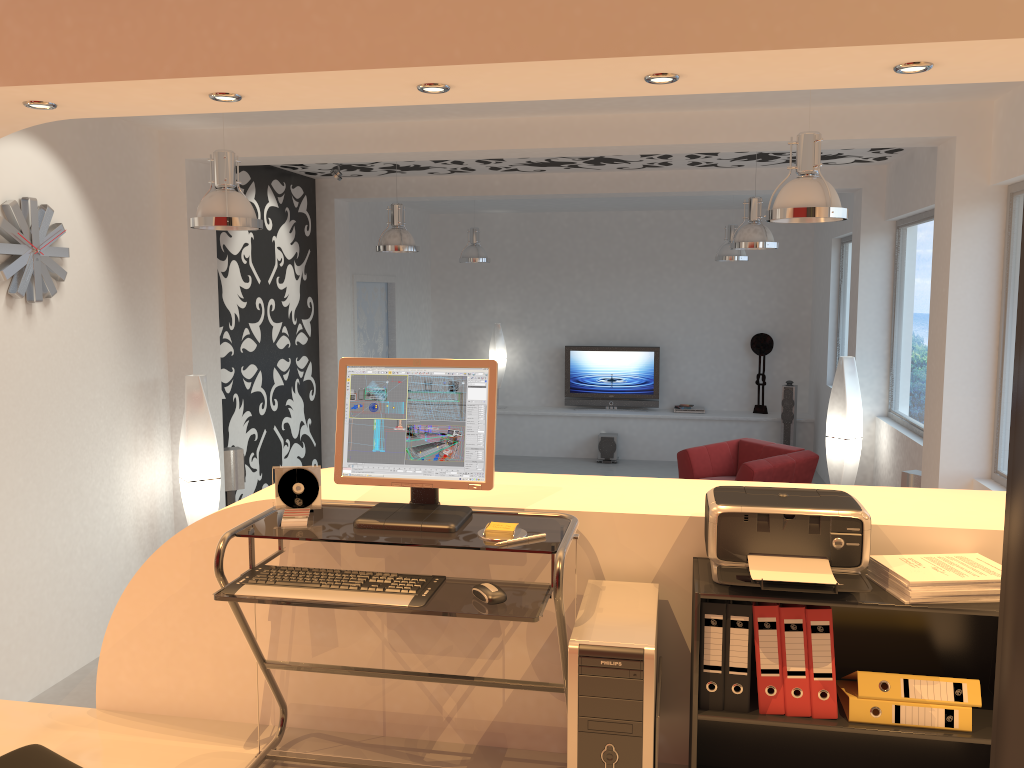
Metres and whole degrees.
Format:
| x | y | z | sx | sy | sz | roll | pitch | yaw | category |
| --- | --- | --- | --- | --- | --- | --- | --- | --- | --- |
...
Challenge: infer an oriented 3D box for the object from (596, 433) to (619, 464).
| x | y | z | sx | sy | sz | roll | pitch | yaw | category |
| --- | --- | --- | --- | --- | --- | --- | --- | --- | --- |
| 1.334 | 0.892 | 12.335 | 0.336 | 0.374 | 0.337 | 1 | 6 | 10 | object |

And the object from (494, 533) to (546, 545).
| x | y | z | sx | sy | sz | roll | pitch | yaw | category |
| --- | --- | --- | --- | --- | --- | --- | --- | --- | --- |
| 0.021 | 0.399 | 2.272 | 0.158 | 0.011 | 0.011 | -4 | 7 | -33 | object |

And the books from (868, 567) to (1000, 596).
| x | y | z | sx | sy | sz | roll | pitch | yaw | category |
| --- | --- | --- | --- | --- | --- | --- | --- | --- | --- |
| 1.092 | 0.493 | 2.237 | 0.297 | 0.006 | 0.210 | 0 | 6 | -4 | books |

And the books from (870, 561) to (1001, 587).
| x | y | z | sx | sy | sz | roll | pitch | yaw | category |
| --- | --- | --- | --- | --- | --- | --- | --- | --- | --- |
| 1.090 | 0.472 | 2.239 | 0.297 | 0.006 | 0.210 | 0 | 6 | -2 | books |

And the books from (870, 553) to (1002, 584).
| x | y | z | sx | sy | sz | roll | pitch | yaw | category |
| --- | --- | --- | --- | --- | --- | --- | --- | --- | --- |
| 1.092 | 0.462 | 2.233 | 0.297 | 0.006 | 0.210 | 0 | 6 | -4 | books |

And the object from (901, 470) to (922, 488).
| x | y | z | sx | sy | sz | roll | pitch | yaw | category |
| --- | --- | --- | --- | --- | --- | --- | --- | --- | --- |
| 2.828 | 1.170 | 6.202 | 0.214 | 1.112 | 0.229 | -3 | 7 | -24 | object |

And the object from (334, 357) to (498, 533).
| x | y | z | sx | sy | sz | roll | pitch | yaw | category |
| --- | --- | --- | --- | --- | --- | --- | --- | --- | --- |
| -0.273 | 0.157 | 2.463 | 0.458 | 0.452 | 0.230 | 1 | 6 | 10 | object |

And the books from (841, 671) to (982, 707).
| x | y | z | sx | sy | sz | roll | pitch | yaw | category |
| --- | --- | --- | --- | --- | --- | --- | --- | --- | --- |
| 1.016 | 0.766 | 2.278 | 0.282 | 0.113 | 0.226 | 1 | 6 | 10 | books |

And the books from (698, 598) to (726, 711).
| x | y | z | sx | sy | sz | roll | pitch | yaw | category |
| --- | --- | --- | --- | --- | --- | --- | --- | --- | --- |
| 0.540 | 0.681 | 2.357 | 0.063 | 0.282 | 0.231 | 2 | 6 | 16 | books |

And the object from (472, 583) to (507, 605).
| x | y | z | sx | sy | sz | roll | pitch | yaw | category |
| --- | --- | --- | --- | --- | --- | --- | --- | --- | --- |
| -0.055 | 0.510 | 2.168 | 0.059 | 0.035 | 0.104 | -3 | 7 | -29 | object |

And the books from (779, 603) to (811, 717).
| x | y | z | sx | sy | sz | roll | pitch | yaw | category |
| --- | --- | --- | --- | --- | --- | --- | --- | --- | --- |
| 0.730 | 0.683 | 2.324 | 0.087 | 0.287 | 0.231 | 1 | 6 | 12 | books |

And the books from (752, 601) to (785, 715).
| x | y | z | sx | sy | sz | roll | pitch | yaw | category |
| --- | --- | --- | --- | --- | --- | --- | --- | --- | --- |
| 0.667 | 0.681 | 2.335 | 0.087 | 0.287 | 0.231 | 1 | 6 | 12 | books |

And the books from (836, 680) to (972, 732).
| x | y | z | sx | sy | sz | roll | pitch | yaw | category |
| --- | --- | --- | --- | --- | --- | --- | --- | --- | --- |
| 0.995 | 0.799 | 2.282 | 0.282 | 0.062 | 0.233 | 1 | 6 | 10 | books |

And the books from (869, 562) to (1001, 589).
| x | y | z | sx | sy | sz | roll | pitch | yaw | category |
| --- | --- | --- | --- | --- | --- | --- | --- | --- | --- |
| 1.091 | 0.477 | 2.240 | 0.297 | 0.006 | 0.210 | 0 | 6 | -4 | books |

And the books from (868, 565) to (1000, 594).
| x | y | z | sx | sy | sz | roll | pitch | yaw | category |
| --- | --- | --- | --- | --- | --- | --- | --- | --- | --- |
| 1.092 | 0.488 | 2.236 | 0.297 | 0.006 | 0.210 | 0 | 6 | -4 | books |

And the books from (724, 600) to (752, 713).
| x | y | z | sx | sy | sz | roll | pitch | yaw | category |
| --- | --- | --- | --- | --- | --- | --- | --- | --- | --- |
| 0.602 | 0.682 | 2.346 | 0.063 | 0.282 | 0.231 | 2 | 6 | 16 | books |

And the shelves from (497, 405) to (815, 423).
| x | y | z | sx | sy | sz | roll | pitch | yaw | category |
| --- | --- | --- | --- | --- | --- | --- | --- | --- | --- |
| 1.424 | 0.409 | 12.738 | 5.500 | 0.050 | 0.650 | 1 | 6 | 10 | shelves |

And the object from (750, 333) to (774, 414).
| x | y | z | sx | sy | sz | roll | pitch | yaw | category |
| --- | --- | --- | --- | --- | --- | --- | --- | --- | --- |
| 3.492 | -0.150 | 12.412 | 0.331 | 1.130 | 0.108 | 4 | 7 | 35 | object |

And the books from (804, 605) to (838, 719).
| x | y | z | sx | sy | sz | roll | pitch | yaw | category |
| --- | --- | --- | --- | --- | --- | --- | --- | --- | --- |
| 0.792 | 0.684 | 2.312 | 0.087 | 0.287 | 0.231 | 1 | 6 | 12 | books |

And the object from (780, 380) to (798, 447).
| x | y | z | sx | sy | sz | roll | pitch | yaw | category |
| --- | --- | --- | --- | --- | --- | --- | --- | --- | --- |
| 3.688 | 0.539 | 11.824 | 0.255 | 1.184 | 0.273 | 3 | 7 | 25 | object |

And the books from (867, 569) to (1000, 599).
| x | y | z | sx | sy | sz | roll | pitch | yaw | category |
| --- | --- | --- | --- | --- | --- | --- | --- | --- | --- |
| 1.091 | 0.498 | 2.242 | 0.297 | 0.006 | 0.210 | -1 | 6 | -6 | books |

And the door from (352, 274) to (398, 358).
| x | y | z | sx | sy | sz | roll | pitch | yaw | category |
| --- | --- | --- | --- | --- | --- | --- | --- | --- | --- |
| -1.776 | -0.067 | 11.062 | 0.240 | 2.550 | 1.600 | 1 | 6 | 10 | door |

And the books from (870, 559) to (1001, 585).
| x | y | z | sx | sy | sz | roll | pitch | yaw | category |
| --- | --- | --- | --- | --- | --- | --- | --- | --- | --- |
| 1.091 | 0.467 | 2.238 | 0.297 | 0.006 | 0.210 | -1 | 6 | -5 | books |

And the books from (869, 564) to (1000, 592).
| x | y | z | sx | sy | sz | roll | pitch | yaw | category |
| --- | --- | --- | --- | --- | --- | --- | --- | --- | --- |
| 1.094 | 0.482 | 2.240 | 0.297 | 0.006 | 0.210 | -1 | 6 | -5 | books |

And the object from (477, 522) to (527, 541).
| x | y | z | sx | sy | sz | roll | pitch | yaw | category |
| --- | --- | --- | --- | --- | --- | --- | --- | --- | --- |
| -0.026 | 0.384 | 2.340 | 0.132 | 0.026 | 0.132 | -4 | 7 | -36 | object |

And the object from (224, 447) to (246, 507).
| x | y | z | sx | sy | sz | roll | pitch | yaw | category |
| --- | --- | --- | --- | --- | --- | --- | --- | --- | --- |
| -2.262 | 1.071 | 7.135 | 0.229 | 1.112 | 0.214 | -4 | 7 | -34 | object |

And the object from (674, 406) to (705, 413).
| x | y | z | sx | sy | sz | roll | pitch | yaw | category |
| --- | --- | --- | --- | --- | --- | --- | --- | --- | --- |
| 2.528 | 0.364 | 12.645 | 0.430 | 0.045 | 0.352 | 1 | 6 | 10 | object |

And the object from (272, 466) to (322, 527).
| x | y | z | sx | sy | sz | roll | pitch | yaw | category |
| --- | --- | --- | --- | --- | --- | --- | --- | --- | --- |
| -0.605 | 0.308 | 2.490 | 0.133 | 0.147 | 0.151 | -1 | 6 | -6 | object |

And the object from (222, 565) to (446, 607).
| x | y | z | sx | sy | sz | roll | pitch | yaw | category |
| --- | --- | --- | --- | --- | --- | --- | --- | --- | --- |
| -0.450 | 0.510 | 2.265 | 0.526 | 0.015 | 0.215 | 1 | 6 | 10 | object |

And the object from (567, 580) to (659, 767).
| x | y | z | sx | sy | sz | roll | pitch | yaw | category |
| --- | --- | --- | --- | --- | --- | --- | --- | --- | --- |
| 0.272 | 0.789 | 2.303 | 0.200 | 0.411 | 0.478 | 1 | 6 | 10 | object |

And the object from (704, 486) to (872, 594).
| x | y | z | sx | sy | sz | roll | pitch | yaw | category |
| --- | --- | --- | --- | --- | --- | --- | --- | --- | --- |
| 0.692 | 0.409 | 2.227 | 0.397 | 0.217 | 0.458 | 1 | 6 | 10 | object |
